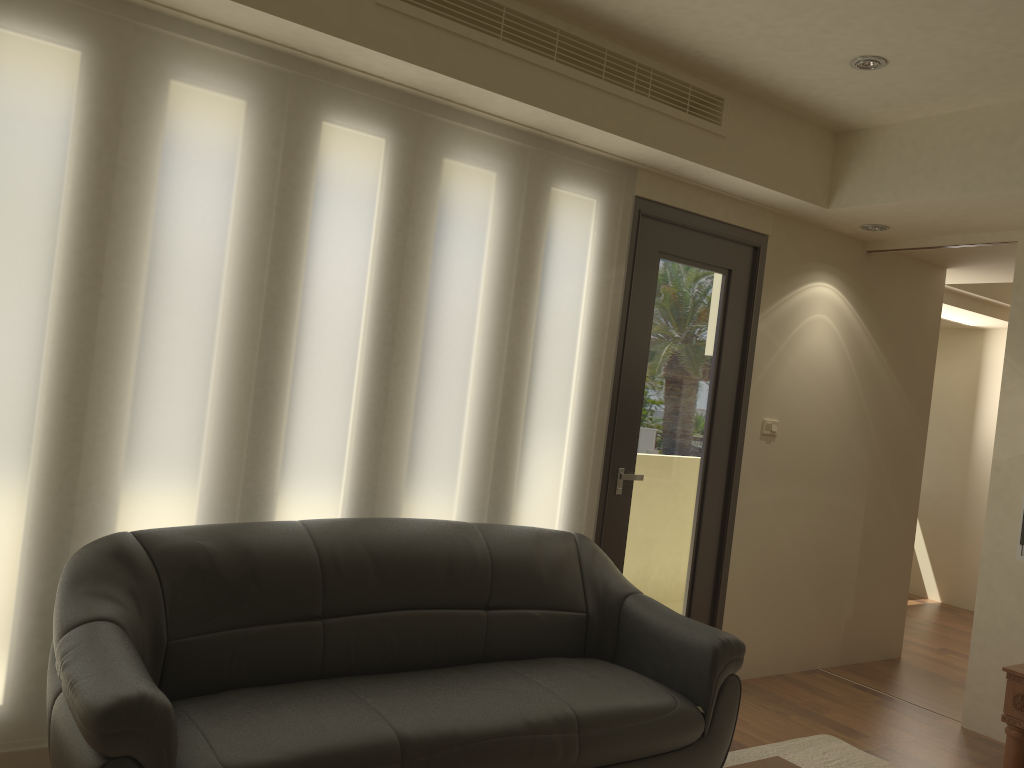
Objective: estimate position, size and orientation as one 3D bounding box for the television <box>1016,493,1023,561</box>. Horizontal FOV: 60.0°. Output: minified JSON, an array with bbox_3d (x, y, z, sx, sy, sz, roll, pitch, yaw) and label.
[{"bbox_3d":[2.958,0.545,3.837,0.110,0.778,1.377,7,0,-35],"label":"television"}]

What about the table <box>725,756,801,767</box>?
[{"bbox_3d":[0.589,1.323,1.878,1.213,0.482,1.045,7,0,-35],"label":"table"}]

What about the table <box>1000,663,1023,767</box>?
[{"bbox_3d":[2.670,1.570,3.708,0.538,0.493,1.009,7,0,-35],"label":"table"}]

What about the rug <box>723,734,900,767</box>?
[{"bbox_3d":[0.759,1.585,2.233,3.592,0.011,2.482,7,0,-35],"label":"rug"}]

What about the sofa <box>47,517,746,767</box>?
[{"bbox_3d":[-0.299,0.991,3.070,2.337,0.918,0.944,7,0,-35],"label":"sofa"}]

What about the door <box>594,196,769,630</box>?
[{"bbox_3d":[0.829,0.333,4.593,1.011,2.420,0.118,7,0,-35],"label":"door"}]

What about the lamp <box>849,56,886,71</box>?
[{"bbox_3d":[1.489,-1.359,3.707,0.143,0.059,0.143,7,0,-30],"label":"lamp"}]

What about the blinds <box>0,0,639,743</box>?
[{"bbox_3d":[-0.686,0.038,3.437,2.830,2.453,0.002,7,0,-35],"label":"blinds"}]

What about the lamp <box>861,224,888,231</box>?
[{"bbox_3d":[2.020,-0.889,4.937,0.143,0.059,0.143,7,0,-30],"label":"lamp"}]
